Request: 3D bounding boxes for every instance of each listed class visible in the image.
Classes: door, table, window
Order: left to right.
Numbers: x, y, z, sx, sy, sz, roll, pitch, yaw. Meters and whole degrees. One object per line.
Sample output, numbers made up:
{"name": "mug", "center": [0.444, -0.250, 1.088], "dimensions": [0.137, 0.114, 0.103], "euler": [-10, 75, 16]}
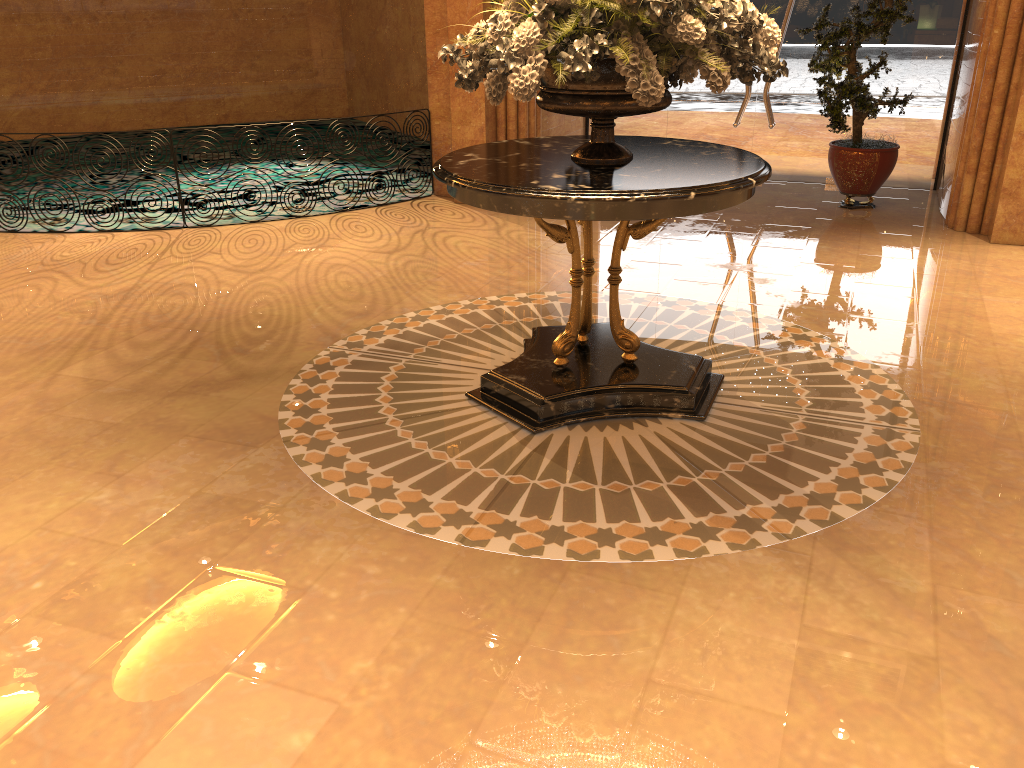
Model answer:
{"name": "table", "center": [0.398, -0.509, 4.176], "dimensions": [1.493, 1.089, 1.493], "euler": [6, 24, 14]}
{"name": "door", "center": [2.416, -3.365, 8.542], "dimensions": [1.880, 2.758, 0.195], "euler": [8, 25, 20]}
{"name": "window", "center": [2.411, -3.710, 8.390], "dimensions": [3.515, 3.571, 0.047], "euler": [8, 25, 20]}

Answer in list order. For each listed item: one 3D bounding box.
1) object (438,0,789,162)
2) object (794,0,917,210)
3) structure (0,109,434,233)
{"name": "object", "center": [0.420, -1.466, 3.762], "dimensions": [1.277, 0.999, 1.318], "euler": [-18, 29, -34]}
{"name": "object", "center": [2.911, -2.658, 7.416], "dimensions": [0.843, 2.363, 1.250], "euler": [0, 24, 2]}
{"name": "structure", "center": [-4.878, -2.451, 9.347], "dimensions": [7.624, 0.995, 3.815], "euler": [18, 30, 36]}
